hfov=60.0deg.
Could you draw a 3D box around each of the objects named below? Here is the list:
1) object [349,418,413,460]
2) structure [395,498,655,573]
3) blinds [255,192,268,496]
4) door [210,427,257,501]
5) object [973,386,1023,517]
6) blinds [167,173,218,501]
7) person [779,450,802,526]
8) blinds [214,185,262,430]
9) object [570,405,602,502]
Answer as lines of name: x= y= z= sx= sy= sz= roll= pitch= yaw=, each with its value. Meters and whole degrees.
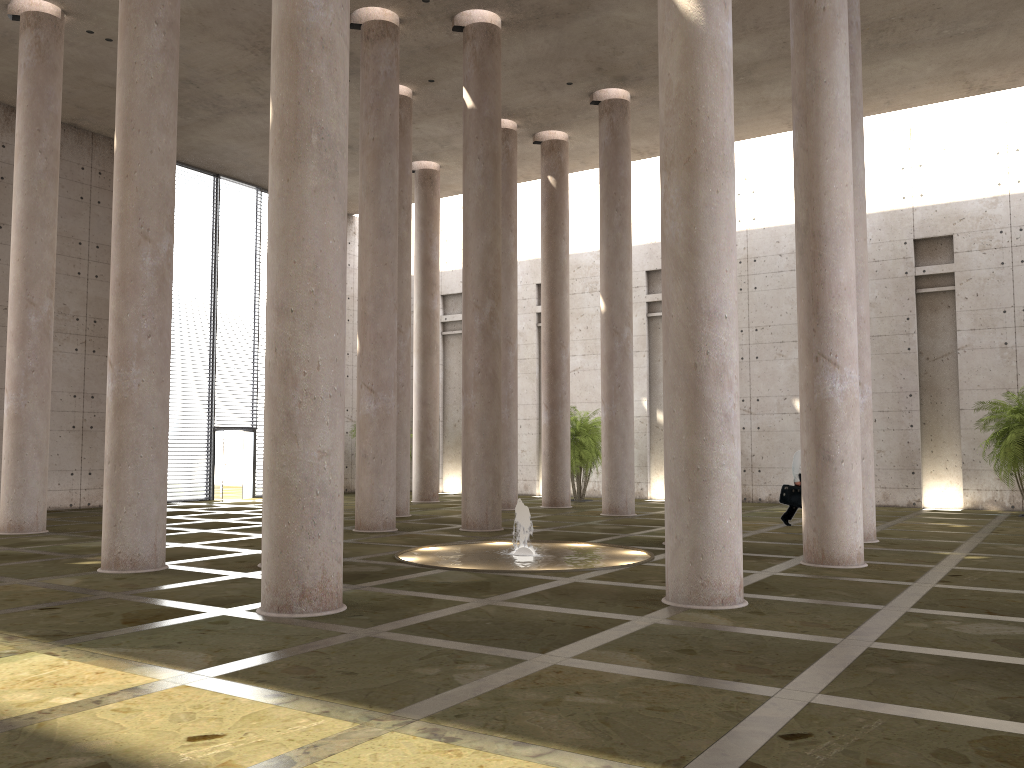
object: x=-4.689 y=2.457 z=31.999 sx=2.483 sy=3.247 sz=2.333 roll=-3 pitch=-5 yaw=36
structure: x=0.188 y=2.377 z=13.521 sx=3.913 sy=1.279 sz=3.916 roll=0 pitch=-4 yaw=5
blinds: x=-8.092 y=-1.382 z=30.612 sx=0.202 sy=10.355 sz=1.676 roll=-3 pitch=-5 yaw=33
door: x=-9.096 y=2.567 z=28.625 sx=0.761 sy=2.300 sz=2.132 roll=-1 pitch=-4 yaw=13
object: x=12.428 y=1.635 z=21.070 sx=2.483 sy=3.247 sz=2.333 roll=1 pitch=-4 yaw=-19
blinds: x=-10.012 y=-1.476 z=27.615 sx=0.202 sy=10.110 sz=1.676 roll=-3 pitch=-5 yaw=33
person: x=5.951 y=2.028 z=18.414 sx=0.898 sy=1.851 sz=0.001 roll=-3 pitch=-5 yaw=33
blinds: x=-9.004 y=-2.470 z=29.159 sx=0.202 sy=7.905 sz=1.676 roll=-3 pitch=-5 yaw=33
object: x=2.082 y=2.209 z=27.627 sx=2.151 sy=3.126 sz=2.290 roll=-1 pitch=-4 yaw=16
